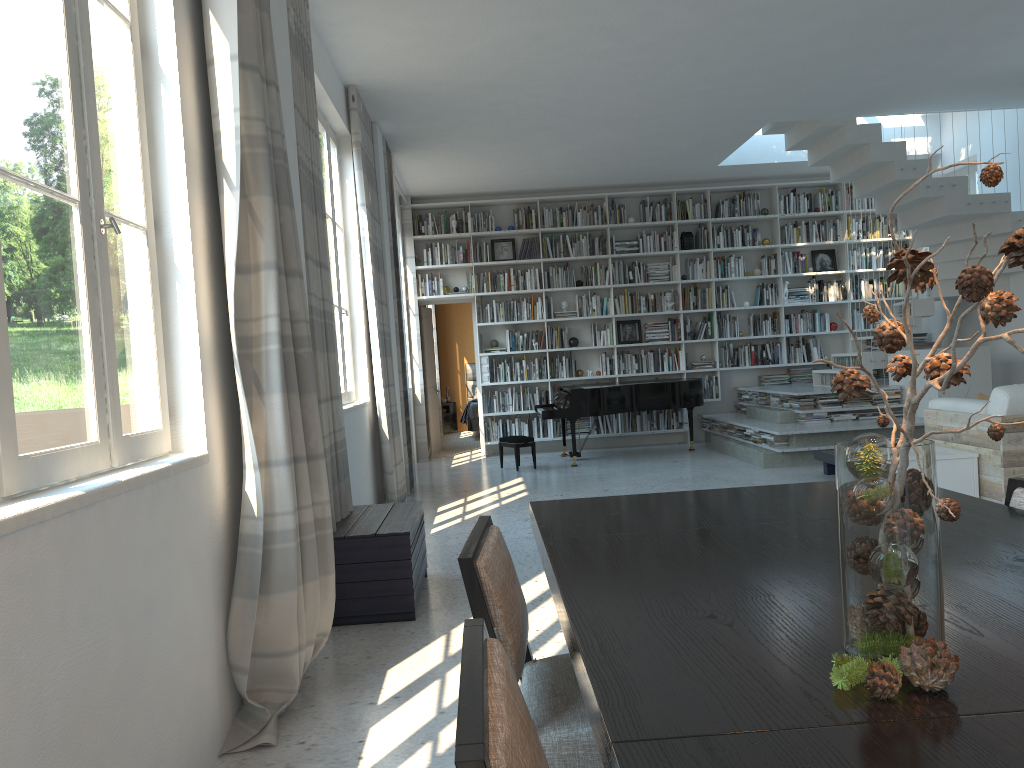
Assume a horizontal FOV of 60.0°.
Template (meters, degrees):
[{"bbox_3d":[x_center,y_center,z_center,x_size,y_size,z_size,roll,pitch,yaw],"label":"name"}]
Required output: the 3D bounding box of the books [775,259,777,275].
[{"bbox_3d":[3.282,-1.453,11.095,0.012,0.206,0.169,-4,2,-2],"label":"books"}]

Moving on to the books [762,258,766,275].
[{"bbox_3d":[3.145,-1.457,11.103,0.012,0.232,0.154,-4,2,-2],"label":"books"}]

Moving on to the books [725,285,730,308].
[{"bbox_3d":[2.696,-1.087,11.096,0.013,0.287,0.158,-4,2,-2],"label":"books"}]

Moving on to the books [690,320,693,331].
[{"bbox_3d":[2.232,-0.669,11.104,0.035,0.248,0.140,-4,2,-2],"label":"books"}]

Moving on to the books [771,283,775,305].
[{"bbox_3d":[3.248,-1.115,11.094,0.012,0.274,0.183,-4,2,-2],"label":"books"}]

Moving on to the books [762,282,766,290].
[{"bbox_3d":[3.153,-1.120,11.117,0.013,0.295,0.154,-4,2,-2],"label":"books"}]

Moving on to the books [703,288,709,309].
[{"bbox_3d":[2.425,-1.058,11.086,0.032,0.266,0.143,-4,2,-2],"label":"books"}]

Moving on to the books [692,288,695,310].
[{"bbox_3d":[2.251,-1.053,11.097,0.035,0.278,0.139,-4,2,-2],"label":"books"}]

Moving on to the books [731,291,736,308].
[{"bbox_3d":[2.751,-1.050,11.080,0.051,0.210,0.176,-4,2,-2],"label":"books"}]

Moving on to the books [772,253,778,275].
[{"bbox_3d":[3.289,-1.489,11.087,0.005,0.278,0.182,-4,2,-2],"label":"books"}]

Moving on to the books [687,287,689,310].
[{"bbox_3d":[2.183,-1.056,11.069,0.035,0.293,0.145,-4,2,-2],"label":"books"}]

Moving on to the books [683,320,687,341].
[{"bbox_3d":[2.149,-0.666,11.097,0.028,0.253,0.142,-4,2,-2],"label":"books"}]

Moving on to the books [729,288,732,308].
[{"bbox_3d":[2.719,-1.071,11.105,0.007,0.254,0.161,-4,2,-2],"label":"books"}]

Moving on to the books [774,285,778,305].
[{"bbox_3d":[3.286,-1.107,11.099,0.011,0.253,0.169,-4,2,-2],"label":"books"}]

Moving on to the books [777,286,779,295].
[{"bbox_3d":[3.319,-1.106,11.106,0.010,0.246,0.158,-4,2,-2],"label":"books"}]

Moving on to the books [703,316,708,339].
[{"bbox_3d":[2.425,-0.700,11.105,0.013,0.286,0.138,-4,2,-2],"label":"books"}]

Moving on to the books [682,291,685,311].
[{"bbox_3d":[2.128,-1.030,11.099,0.013,0.247,0.176,-4,2,-2],"label":"books"}]

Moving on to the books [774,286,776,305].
[{"bbox_3d":[3.273,-1.102,11.116,0.013,0.245,0.158,-4,2,-2],"label":"books"}]

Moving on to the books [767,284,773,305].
[{"bbox_3d":[3.224,-1.114,11.115,0.032,0.275,0.154,-4,2,-2],"label":"books"}]

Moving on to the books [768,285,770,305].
[{"bbox_3d":[3.193,-1.104,11.106,0.015,0.259,0.152,-4,2,-2],"label":"books"}]

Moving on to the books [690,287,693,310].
[{"bbox_3d":[2.232,-1.060,11.073,0.019,0.294,0.163,-4,2,-2],"label":"books"}]

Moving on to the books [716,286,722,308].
[{"bbox_3d":[2.583,-1.074,11.068,0.013,0.279,0.191,-4,2,-2],"label":"books"}]

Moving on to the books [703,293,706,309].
[{"bbox_3d":[2.378,-1.024,11.071,0.034,0.204,0.181,-4,2,-2],"label":"books"}]

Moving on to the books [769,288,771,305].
[{"bbox_3d":[3.208,-1.088,11.100,0.012,0.224,0.178,-4,2,-2],"label":"books"}]

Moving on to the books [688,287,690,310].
[{"bbox_3d":[2.195,-1.057,11.084,0.035,0.293,0.145,-4,2,-2],"label":"books"}]

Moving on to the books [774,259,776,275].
[{"bbox_3d":[3.258,-1.450,11.090,0.013,0.204,0.173,-4,2,-2],"label":"books"}]

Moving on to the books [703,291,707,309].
[{"bbox_3d":[2.402,-1.043,11.091,0.028,0.239,0.145,-4,2,-2],"label":"books"}]

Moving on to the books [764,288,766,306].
[{"bbox_3d":[3.143,-1.081,11.102,0.013,0.219,0.187,-4,2,-2],"label":"books"}]

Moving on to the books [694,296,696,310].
[{"bbox_3d":[2.279,-1.006,11.102,0.030,0.181,0.131,-4,2,-2],"label":"books"}]

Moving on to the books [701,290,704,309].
[{"bbox_3d":[2.353,-1.041,11.062,0.027,0.242,0.188,-4,2,-2],"label":"books"}]

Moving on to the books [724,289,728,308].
[{"bbox_3d":[2.671,-1.063,11.099,0.017,0.243,0.132,-4,2,-2],"label":"books"}]

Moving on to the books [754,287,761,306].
[{"bbox_3d":[3.074,-1.087,11.113,0.056,0.241,0.153,-4,2,-2],"label":"books"}]

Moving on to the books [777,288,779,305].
[{"bbox_3d":[3.303,-1.088,11.116,0.023,0.212,0.164,-4,2,-2],"label":"books"}]

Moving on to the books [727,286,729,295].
[{"bbox_3d":[2.687,-1.079,11.096,0.006,0.274,0.167,-4,2,-2],"label":"books"}]

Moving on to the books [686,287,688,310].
[{"bbox_3d":[2.170,-1.055,11.084,0.035,0.293,0.145,-4,2,-2],"label":"books"}]

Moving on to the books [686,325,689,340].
[{"bbox_3d":[2.179,-0.637,11.079,0.027,0.192,0.182,-4,2,-2],"label":"books"}]

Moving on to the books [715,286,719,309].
[{"bbox_3d":[2.537,-1.076,11.082,0.035,0.288,0.191,-4,2,-2],"label":"books"}]

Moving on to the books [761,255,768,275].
[{"bbox_3d":[3.158,-1.475,11.090,0.015,0.267,0.164,-4,2,-2],"label":"books"}]

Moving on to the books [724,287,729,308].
[{"bbox_3d":[2.682,-1.077,11.090,0.006,0.270,0.178,-4,2,-2],"label":"books"}]

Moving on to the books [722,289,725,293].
[{"bbox_3d":[2.638,-1.060,11.094,0.008,0.242,0.169,-4,2,-2],"label":"books"}]

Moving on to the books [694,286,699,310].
[{"bbox_3d":[2.297,-1.063,11.062,0.019,0.293,0.182,-4,2,-2],"label":"books"}]

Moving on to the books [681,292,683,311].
[{"bbox_3d":[2.113,-1.028,11.087,0.014,0.244,0.145,-4,2,-2],"label":"books"}]

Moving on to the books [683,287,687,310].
[{"bbox_3d":[2.157,-1.054,11.072,0.035,0.293,0.145,-4,2,-2],"label":"books"}]

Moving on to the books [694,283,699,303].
[{"bbox_3d":[2.307,-1.086,11.080,0.021,0.338,0.169,-4,2,-2],"label":"books"}]

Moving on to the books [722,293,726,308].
[{"bbox_3d":[2.628,-1.034,11.069,0.017,0.192,0.191,-4,2,-2],"label":"books"}]

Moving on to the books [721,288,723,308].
[{"bbox_3d":[2.610,-1.065,11.098,0.013,0.256,0.144,-4,2,-2],"label":"books"}]

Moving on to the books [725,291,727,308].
[{"bbox_3d":[2.660,-1.046,11.088,0.007,0.212,0.158,-4,2,-2],"label":"books"}]

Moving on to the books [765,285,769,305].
[{"bbox_3d":[3.176,-1.105,11.105,0.018,0.263,0.165,-4,2,-2],"label":"books"}]

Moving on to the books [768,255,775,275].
[{"bbox_3d":[3.242,-1.475,11.089,0.016,0.257,0.175,-4,2,-2],"label":"books"}]

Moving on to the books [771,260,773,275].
[{"bbox_3d":[3.229,-1.447,11.100,0.013,0.202,0.173,-4,2,-2],"label":"books"}]

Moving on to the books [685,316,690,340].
[{"bbox_3d":[2.195,-0.696,11.092,0.013,0.307,0.141,-4,2,-2],"label":"books"}]

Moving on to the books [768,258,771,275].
[{"bbox_3d":[3.201,-1.459,11.105,0.016,0.228,0.160,-4,2,-2],"label":"books"}]

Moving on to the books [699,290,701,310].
[{"bbox_3d":[2.328,-1.045,11.085,0.033,0.253,0.174,-4,2,-2],"label":"books"}]

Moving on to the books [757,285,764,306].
[{"bbox_3d":[3.110,-1.102,11.107,0.021,0.264,0.174,-4,2,-2],"label":"books"}]

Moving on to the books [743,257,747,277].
[{"bbox_3d":[2.892,-1.451,11.098,0.034,0.254,0.161,-4,2,-2],"label":"books"}]

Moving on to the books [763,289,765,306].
[{"bbox_3d":[3.133,-1.076,11.102,0.006,0.210,0.188,-4,2,-2],"label":"books"}]

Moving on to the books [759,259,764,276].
[{"bbox_3d":[3.126,-1.450,11.108,0.015,0.220,0.140,-4,2,-2],"label":"books"}]

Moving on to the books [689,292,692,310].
[{"bbox_3d":[2.217,-1.028,11.077,0.015,0.232,0.180,-4,2,-2],"label":"books"}]

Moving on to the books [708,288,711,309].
[{"bbox_3d":[2.462,-1.062,11.099,0.033,0.269,0.141,-4,2,-2],"label":"books"}]
